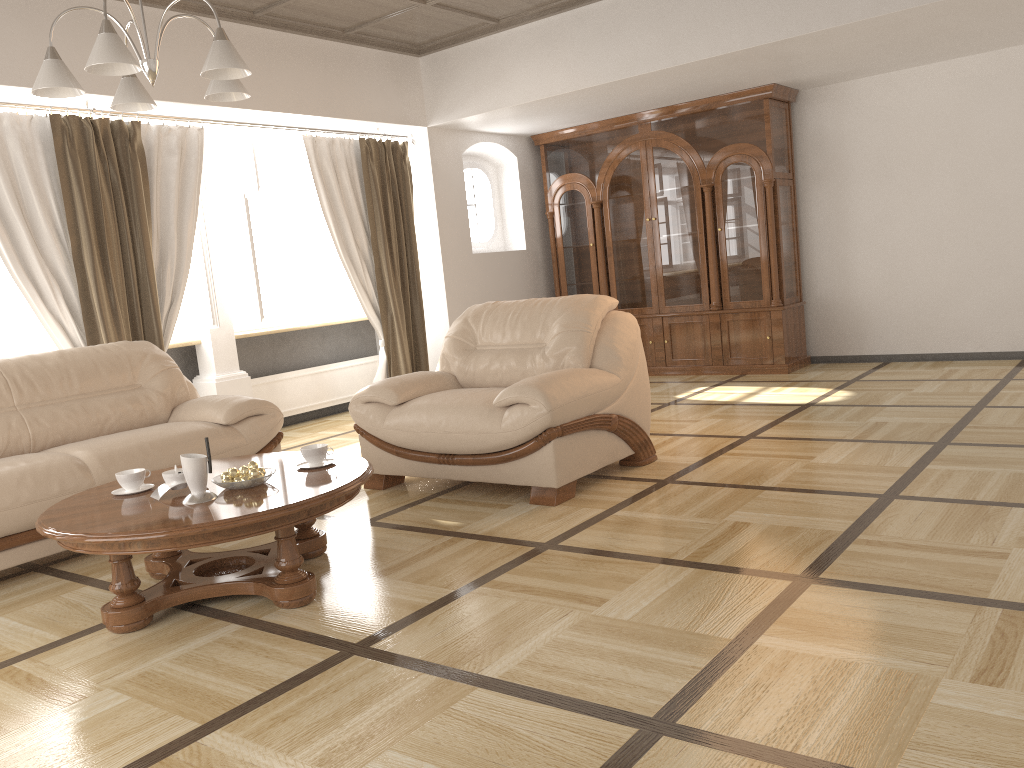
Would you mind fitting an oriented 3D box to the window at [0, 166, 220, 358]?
[{"bbox_3d":[-2.876,-0.915,5.615,0.784,1.500,1.759,-1,9,36],"label":"window"}]

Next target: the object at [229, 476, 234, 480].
[{"bbox_3d":[-1.011,0.349,3.185,0.038,0.040,0.040,-6,7,-2],"label":"object"}]

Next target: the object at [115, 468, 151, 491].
[{"bbox_3d":[-1.412,0.360,3.297,0.105,0.071,0.114,-6,7,-2],"label":"object"}]

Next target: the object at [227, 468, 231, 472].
[{"bbox_3d":[-1.023,0.326,3.250,0.040,0.040,0.038,-4,8,17],"label":"object"}]

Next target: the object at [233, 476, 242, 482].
[{"bbox_3d":[-0.970,0.349,3.150,0.039,0.040,0.038,-2,8,28],"label":"object"}]

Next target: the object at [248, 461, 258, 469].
[{"bbox_3d":[-0.944,0.302,3.230,0.038,0.044,0.038,1,10,44],"label":"object"}]

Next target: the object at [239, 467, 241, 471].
[{"bbox_3d":[-0.989,0.321,3.268,0.039,0.039,0.041,-6,7,-3],"label":"object"}]

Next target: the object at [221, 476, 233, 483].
[{"bbox_3d":[-1.011,0.347,3.147,0.037,0.040,0.041,-12,9,-39],"label":"object"}]

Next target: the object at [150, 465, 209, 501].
[{"bbox_3d":[-1.199,0.326,3.176,0.178,0.133,0.104,-11,9,-37],"label":"object"}]

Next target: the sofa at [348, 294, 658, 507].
[{"bbox_3d":[-0.052,0.028,4.657,1.318,0.900,1.052,0,9,37],"label":"sofa"}]

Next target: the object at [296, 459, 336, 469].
[{"bbox_3d":[-0.757,0.310,3.427,0.150,0.010,0.150,-2,8,27],"label":"object"}]

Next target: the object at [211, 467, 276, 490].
[{"bbox_3d":[-0.963,0.346,3.196,0.227,0.039,0.227,-10,8,-27],"label":"object"}]

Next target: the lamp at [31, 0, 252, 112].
[{"bbox_3d":[-1.284,-1.568,3.034,0.741,1.094,0.713,0,9,37],"label":"lamp"}]

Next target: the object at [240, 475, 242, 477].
[{"bbox_3d":[-0.970,0.345,3.192,0.039,0.038,0.041,-7,7,-10],"label":"object"}]

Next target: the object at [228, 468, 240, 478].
[{"bbox_3d":[-0.992,0.319,3.168,0.038,0.039,0.040,-3,8,22],"label":"object"}]

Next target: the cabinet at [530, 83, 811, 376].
[{"bbox_3d":[1.392,-1.254,8.002,2.360,2.298,0.587,0,9,37],"label":"cabinet"}]

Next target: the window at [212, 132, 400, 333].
[{"bbox_3d":[-1.678,-1.237,7.170,0.782,1.500,1.653,0,9,37],"label":"window"}]

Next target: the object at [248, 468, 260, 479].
[{"bbox_3d":[-0.909,0.318,3.122,0.038,0.042,0.038,1,10,45],"label":"object"}]

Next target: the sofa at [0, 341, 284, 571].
[{"bbox_3d":[-2.220,0.321,4.116,1.051,0.900,2.135,0,9,37],"label":"sofa"}]

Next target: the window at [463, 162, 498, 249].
[{"bbox_3d":[-0.347,-1.639,8.164,0.050,0.784,0.600,0,9,37],"label":"window"}]

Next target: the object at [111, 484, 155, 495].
[{"bbox_3d":[-1.408,0.395,3.296,0.150,0.010,0.150,-3,8,23],"label":"object"}]

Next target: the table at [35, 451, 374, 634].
[{"bbox_3d":[-1.078,0.566,3.283,1.167,0.392,1.169,-1,9,33],"label":"table"}]

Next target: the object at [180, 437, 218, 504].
[{"bbox_3d":[-1.081,0.293,3.029,0.119,0.210,0.119,-4,7,15],"label":"object"}]

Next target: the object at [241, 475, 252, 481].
[{"bbox_3d":[-0.937,0.342,3.132,0.039,0.039,0.041,-4,7,15],"label":"object"}]

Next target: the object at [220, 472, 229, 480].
[{"bbox_3d":[-1.035,0.336,3.214,0.041,0.038,0.039,-7,7,-9],"label":"object"}]

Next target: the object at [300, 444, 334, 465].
[{"bbox_3d":[-0.757,0.276,3.419,0.105,0.071,0.114,-11,9,-37],"label":"object"}]

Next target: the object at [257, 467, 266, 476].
[{"bbox_3d":[-0.921,0.326,3.250,0.039,0.039,0.040,-12,10,-41],"label":"object"}]

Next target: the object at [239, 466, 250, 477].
[{"bbox_3d":[-0.950,0.312,3.153,0.037,0.041,0.040,-10,8,-29],"label":"object"}]

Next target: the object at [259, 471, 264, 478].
[{"bbox_3d":[-0.902,0.332,3.158,0.038,0.041,0.041,-3,8,22],"label":"object"}]

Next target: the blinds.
[{"bbox_3d":[-2.421,-0.513,5.241,0.285,2.294,5.765,0,9,37],"label":"blinds"}]
